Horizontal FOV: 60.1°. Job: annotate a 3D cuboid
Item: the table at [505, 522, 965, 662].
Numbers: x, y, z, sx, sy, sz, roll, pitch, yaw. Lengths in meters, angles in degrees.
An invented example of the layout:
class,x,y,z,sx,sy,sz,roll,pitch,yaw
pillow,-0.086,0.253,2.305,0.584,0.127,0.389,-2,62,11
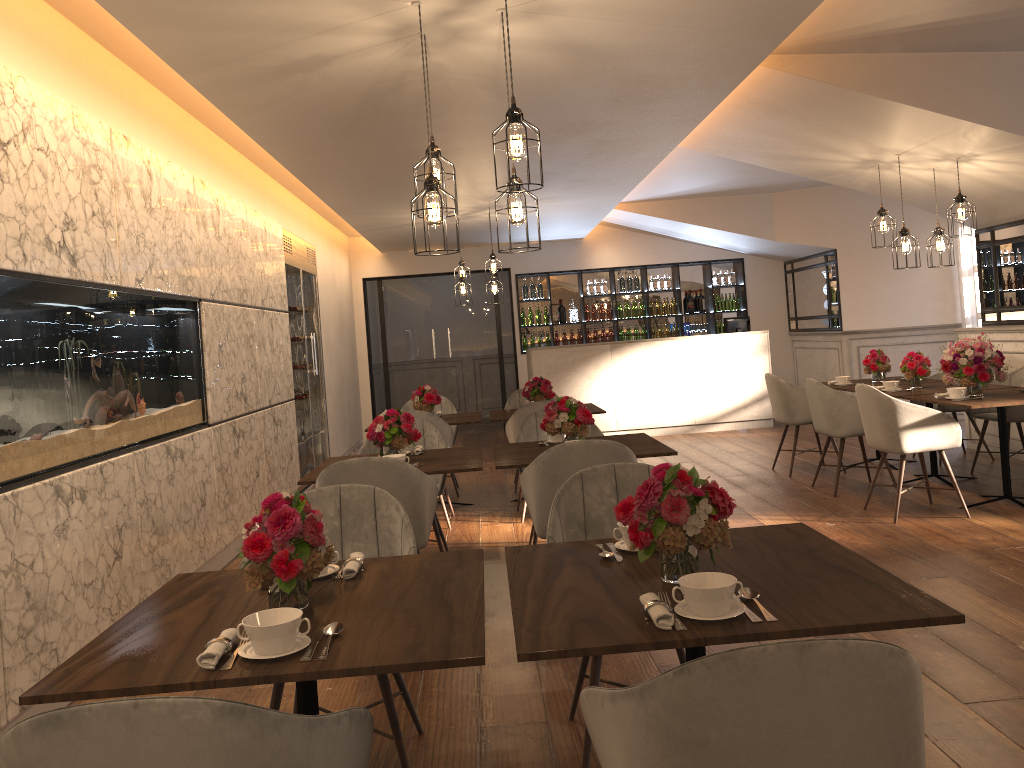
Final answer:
class,x,y,z,sx,sy,sz,roll,pitch,yaw
table,0.467,0.831,2.194,0.896,0.721,0.897,-4,2,-2

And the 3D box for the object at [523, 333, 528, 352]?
class,x,y,z,sx,sy,sz,roll,pitch,yaw
object,0.193,-0.598,12.704,0.065,0.261,0.065,-4,0,-23

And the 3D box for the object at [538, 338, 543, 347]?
class,x,y,z,sx,sy,sz,roll,pitch,yaw
object,0.413,-0.615,12.712,0.065,0.261,0.065,-4,0,-23

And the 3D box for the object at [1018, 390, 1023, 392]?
class,x,y,z,sx,sy,sz,roll,pitch,yaw
object,3.506,0.040,5.981,0.197,0.015,0.043,-5,3,-6

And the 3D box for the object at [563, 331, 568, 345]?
class,x,y,z,sx,sy,sz,roll,pitch,yaw
object,0.767,-0.641,12.725,0.065,0.261,0.065,-4,0,-23

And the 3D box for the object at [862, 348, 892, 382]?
class,x,y,z,sx,sy,sz,roll,pitch,yaw
object,3.152,-0.169,7.666,0.306,0.301,0.234,-6,2,-45

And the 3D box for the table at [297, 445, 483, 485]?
class,x,y,z,sx,sy,sz,roll,pitch,yaw
table,-0.580,0.776,4.735,0.896,0.721,0.897,-4,2,-2

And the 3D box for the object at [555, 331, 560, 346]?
class,x,y,z,sx,sy,sz,roll,pitch,yaw
object,0.657,-0.633,12.721,0.065,0.261,0.065,-4,0,-23

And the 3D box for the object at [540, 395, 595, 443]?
class,x,y,z,sx,sy,sz,roll,pitch,yaw
object,0.305,0.197,4.733,0.304,0.301,0.235,-3,1,31

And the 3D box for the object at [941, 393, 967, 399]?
class,x,y,z,sx,sy,sz,roll,pitch,yaw
object,2.930,0.082,5.891,0.192,0.024,0.025,-4,1,-2

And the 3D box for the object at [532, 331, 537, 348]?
class,x,y,z,sx,sy,sz,roll,pitch,yaw
object,0.284,-0.555,10.958,0.065,0.208,0.065,-4,0,-11

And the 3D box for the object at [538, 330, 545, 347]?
class,x,y,z,sx,sy,sz,roll,pitch,yaw
object,0.369,-0.562,10.966,0.065,0.208,0.145,-4,1,-10

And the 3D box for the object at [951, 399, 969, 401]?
class,x,y,z,sx,sy,sz,roll,pitch,yaw
object,2.953,0.099,5.734,0.211,0.004,0.022,-4,3,-2

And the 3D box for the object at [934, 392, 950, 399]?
class,x,y,z,sx,sy,sz,roll,pitch,yaw
object,2.918,0.074,5.925,0.175,0.039,0.056,-4,2,-2

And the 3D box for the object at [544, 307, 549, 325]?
class,x,y,z,sx,sy,sz,roll,pitch,yaw
object,0.497,-0.985,12.718,0.065,0.261,0.065,-4,0,-23

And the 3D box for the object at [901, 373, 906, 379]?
class,x,y,z,sx,sy,sz,roll,pitch,yaw
object,3.462,-0.076,7.696,0.148,0.072,0.148,-2,3,41

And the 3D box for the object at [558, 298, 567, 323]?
class,x,y,z,sx,sy,sz,roll,pitch,yaw
object,0.720,-1.050,12.730,0.104,0.360,0.104,-4,0,-30

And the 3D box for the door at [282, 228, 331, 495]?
class,x,y,z,sx,sy,sz,roll,pitch,yaw
door,-2.051,-0.250,8.932,0.134,2.469,1.858,-4,1,-2

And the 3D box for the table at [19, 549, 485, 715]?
class,x,y,z,sx,sy,sz,roll,pitch,yaw
table,-0.489,0.904,2.159,0.896,0.721,0.897,-4,2,-2

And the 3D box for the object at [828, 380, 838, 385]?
class,x,y,z,sx,sy,sz,roll,pitch,yaw
object,2.854,-0.016,7.752,0.175,0.039,0.056,-4,2,-2

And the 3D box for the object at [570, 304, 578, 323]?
class,x,y,z,sx,sy,sz,roll,pitch,yaw
object,0.889,-1.023,12.730,0.108,0.282,0.108,-4,0,44

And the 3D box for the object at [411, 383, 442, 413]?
class,x,y,z,sx,sy,sz,roll,pitch,yaw
object,-0.687,0.140,7.217,0.234,0.301,0.305,-5,1,-27

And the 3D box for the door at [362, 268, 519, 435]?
class,x,y,z,sx,sy,sz,roll,pitch,yaw
door,-0.990,-0.418,12.706,2.106,2.335,0.273,-4,0,-2

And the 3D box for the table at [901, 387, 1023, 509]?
class,x,y,z,sx,sy,sz,roll,pitch,yaw
table,3.240,0.437,5.826,0.896,0.721,0.897,-4,2,-2

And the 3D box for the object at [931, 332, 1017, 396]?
class,x,y,z,sx,sy,sz,roll,pitch,yaw
object,3.092,-0.134,5.946,0.420,0.425,0.405,-5,1,-14

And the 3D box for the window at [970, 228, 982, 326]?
class,x,y,z,sx,sy,sz,roll,pitch,yaw
window,5.849,-0.443,2.944,0.495,2.388,14.529,-4,3,-6

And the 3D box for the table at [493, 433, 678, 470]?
class,x,y,z,sx,sy,sz,roll,pitch,yaw
table,0.376,0.704,4.770,0.896,0.721,0.897,-4,2,-2

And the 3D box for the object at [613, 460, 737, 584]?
class,x,y,z,sx,sy,sz,roll,pitch,yaw
object,0.395,0.325,2.158,0.305,0.301,0.234,-5,1,-24

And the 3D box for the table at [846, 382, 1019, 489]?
class,x,y,z,sx,sy,sz,roll,pitch,yaw
table,3.207,0.390,6.764,0.896,0.721,0.897,-4,2,-2

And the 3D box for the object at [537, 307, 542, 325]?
class,x,y,z,sx,sy,sz,roll,pitch,yaw
object,0.387,-0.976,12.714,0.065,0.261,0.065,-4,0,-23

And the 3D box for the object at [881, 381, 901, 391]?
class,x,y,z,sx,sy,sz,roll,pitch,yaw
object,2.888,0.017,6.743,0.148,0.072,0.148,-2,3,41

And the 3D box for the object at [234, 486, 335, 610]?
class,x,y,z,sx,sy,sz,roll,pitch,yaw
object,-0.555,0.395,2.153,0.234,0.301,0.305,-4,1,0

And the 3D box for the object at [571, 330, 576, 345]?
class,x,y,z,sx,sy,sz,roll,pitch,yaw
object,0.877,-0.650,12.729,0.065,0.261,0.065,-4,0,-23

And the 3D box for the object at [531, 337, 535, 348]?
class,x,y,z,sx,sy,sz,roll,pitch,yaw
object,0.303,-0.606,12.708,0.065,0.261,0.065,-4,0,-23

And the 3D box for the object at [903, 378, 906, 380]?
class,x,y,z,sx,sy,sz,roll,pitch,yaw
object,3.457,-0.047,7.616,0.192,0.024,0.025,-4,1,-2

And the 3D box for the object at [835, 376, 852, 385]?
class,x,y,z,sx,sy,sz,roll,pitch,yaw
object,2.857,-0.028,7.638,0.148,0.072,0.148,-2,3,41

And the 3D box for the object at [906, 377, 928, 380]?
class,x,y,z,sx,sy,sz,roll,pitch,yaw
object,3.468,-0.053,7.582,0.175,0.039,0.056,-4,2,-2

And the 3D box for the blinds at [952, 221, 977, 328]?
class,x,y,z,sx,sy,sz,roll,pitch,yaw
blinds,5.211,-0.909,9.598,0.134,2.699,1.380,-4,0,-2

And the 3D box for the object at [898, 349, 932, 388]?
class,x,y,z,sx,sy,sz,roll,pitch,yaw
object,3.109,-0.121,6.847,0.234,0.301,0.306,-4,1,17

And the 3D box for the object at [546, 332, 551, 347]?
class,x,y,z,sx,sy,sz,roll,pitch,yaw
object,0.524,-0.623,12.716,0.065,0.261,0.065,-4,0,-23

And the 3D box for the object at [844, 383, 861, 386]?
class,x,y,z,sx,sy,sz,roll,pitch,yaw
object,2.882,0.005,7.526,0.197,0.015,0.043,-5,3,-6

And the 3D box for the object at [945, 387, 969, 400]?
class,x,y,z,sx,sy,sz,roll,pitch,yaw
object,2.921,0.063,5.811,0.148,0.072,0.148,-2,3,41

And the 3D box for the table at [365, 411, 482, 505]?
class,x,y,z,sx,sy,sz,roll,pitch,yaw
table,-0.667,0.653,7.211,0.896,0.721,0.897,-4,2,-2

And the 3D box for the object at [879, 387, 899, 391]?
class,x,y,z,sx,sy,sz,roll,pitch,yaw
object,2.897,0.036,6.823,0.192,0.024,0.025,-4,1,-2

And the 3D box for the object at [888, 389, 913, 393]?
class,x,y,z,sx,sy,sz,roll,pitch,yaw
object,2.914,0.050,6.631,0.197,0.015,0.043,-5,3,-6

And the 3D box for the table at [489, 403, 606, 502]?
class,x,y,z,sx,sy,sz,roll,pitch,yaw
table,0.289,0.581,7.246,0.896,0.721,0.897,-4,2,-2

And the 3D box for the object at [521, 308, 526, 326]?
class,x,y,z,sx,sy,sz,roll,pitch,yaw
object,0.166,-0.960,12.706,0.065,0.261,0.065,-4,0,-23

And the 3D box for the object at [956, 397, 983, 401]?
class,x,y,z,sx,sy,sz,roll,pitch,yaw
object,2.947,0.096,5.699,0.197,0.015,0.043,-5,3,-6

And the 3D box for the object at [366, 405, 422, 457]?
class,x,y,z,sx,sy,sz,roll,pitch,yaw
object,-0.643,0.266,4.727,0.305,0.301,0.234,-4,1,20

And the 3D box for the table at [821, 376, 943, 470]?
class,x,y,z,sx,sy,sz,roll,pitch,yaw
table,3.174,0.344,7.703,0.896,0.721,0.897,-4,2,-2

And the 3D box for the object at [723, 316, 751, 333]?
class,x,y,z,sx,sy,sz,roll,pitch,yaw
object,2.869,-0.686,11.213,0.409,0.329,0.129,-5,0,-24

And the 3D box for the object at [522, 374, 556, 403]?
class,x,y,z,sx,sy,sz,roll,pitch,yaw
object,0.203,0.073,7.257,0.235,0.301,0.304,-5,2,-45

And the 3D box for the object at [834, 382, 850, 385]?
class,x,y,z,sx,sy,sz,roll,pitch,yaw
object,2.865,-0.008,7.718,0.192,0.024,0.025,-4,1,-2

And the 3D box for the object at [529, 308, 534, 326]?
class,x,y,z,sx,sy,sz,roll,pitch,yaw
object,0.277,-0.968,12.710,0.065,0.261,0.065,-4,0,-23

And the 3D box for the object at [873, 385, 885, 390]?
class,x,y,z,sx,sy,sz,roll,pitch,yaw
object,2.885,0.028,6.857,0.175,0.039,0.056,-4,2,-2
